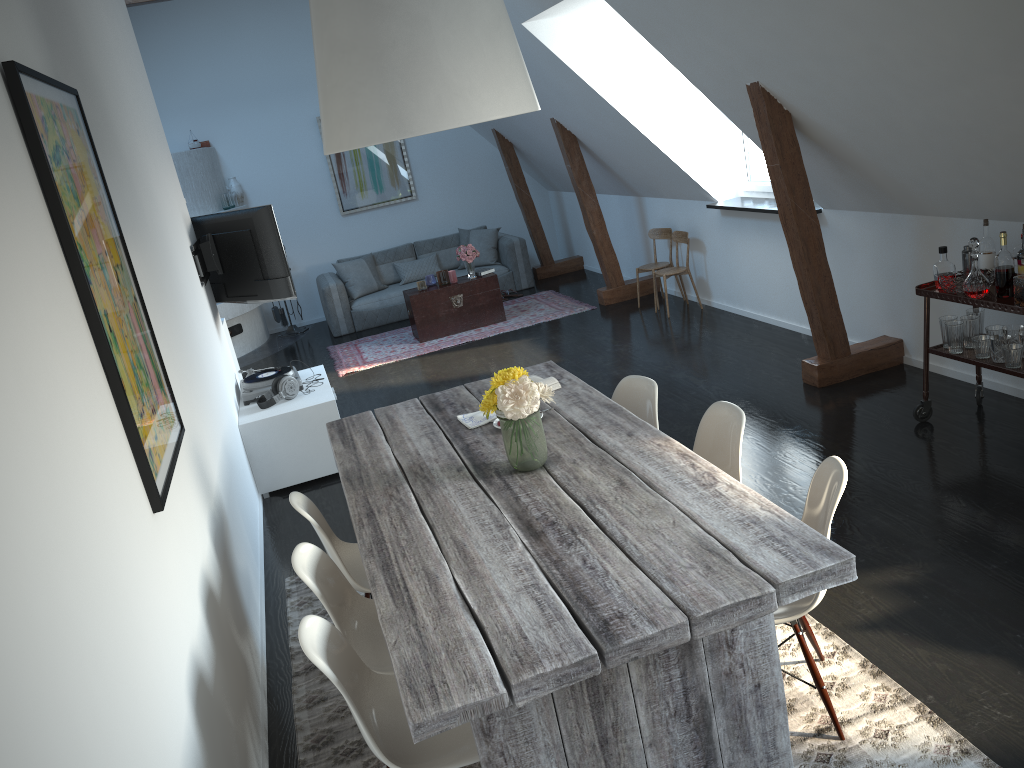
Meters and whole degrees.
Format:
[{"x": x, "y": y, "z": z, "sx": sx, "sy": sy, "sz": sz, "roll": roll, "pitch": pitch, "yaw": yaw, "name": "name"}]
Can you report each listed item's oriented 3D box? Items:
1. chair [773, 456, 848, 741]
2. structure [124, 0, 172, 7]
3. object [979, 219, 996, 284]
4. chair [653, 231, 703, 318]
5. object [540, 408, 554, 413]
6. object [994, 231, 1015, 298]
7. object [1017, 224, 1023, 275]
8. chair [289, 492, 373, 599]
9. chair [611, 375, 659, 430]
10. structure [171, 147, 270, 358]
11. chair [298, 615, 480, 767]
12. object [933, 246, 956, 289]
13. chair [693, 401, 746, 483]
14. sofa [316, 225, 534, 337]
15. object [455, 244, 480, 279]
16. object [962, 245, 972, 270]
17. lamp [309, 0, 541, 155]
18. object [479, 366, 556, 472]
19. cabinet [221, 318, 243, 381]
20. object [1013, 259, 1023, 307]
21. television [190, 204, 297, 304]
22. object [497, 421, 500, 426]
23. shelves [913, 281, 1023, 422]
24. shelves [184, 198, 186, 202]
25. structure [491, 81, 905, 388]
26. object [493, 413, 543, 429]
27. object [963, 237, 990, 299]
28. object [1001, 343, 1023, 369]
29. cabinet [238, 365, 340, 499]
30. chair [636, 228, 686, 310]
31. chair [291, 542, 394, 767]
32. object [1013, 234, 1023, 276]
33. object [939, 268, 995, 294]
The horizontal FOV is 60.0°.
[{"x": 0.792, "y": 0.650, "z": 2.762, "sx": 0.542, "sy": 0.801, "sz": 0.465, "roll": -8, "pitch": 17, "yaw": 13, "name": "chair"}, {"x": -3.718, "y": -2.596, "z": 4.805, "sx": 10.230, "sy": 3.562, "sz": 15.910, "roll": -14, "pitch": 17, "yaw": -7, "name": "structure"}, {"x": 2.330, "y": -0.648, "z": 4.346, "sx": 0.073, "sy": 0.320, "sz": 0.073, "roll": -18, "pitch": 18, "yaw": -21, "name": "object"}, {"x": 1.444, "y": -0.991, "z": 7.947, "sx": 0.342, "sy": 0.696, "sz": 0.329, "roll": -15, "pitch": 17, "yaw": -11, "name": "chair"}, {"x": 0.074, "y": 0.124, "z": 3.575, "sx": 0.194, "sy": 0.022, "sz": 0.019, "roll": -11, "pitch": 16, "yaw": 3, "name": "object"}, {"x": 2.274, "y": -0.553, "z": 4.095, "sx": 0.081, "sy": 0.307, "sz": 0.081, "roll": -14, "pitch": 17, "yaw": -7, "name": "object"}, {"x": 2.349, "y": -0.568, "z": 4.047, "sx": 0.080, "sy": 0.329, "sz": 0.080, "roll": -18, "pitch": 18, "yaw": -21, "name": "object"}, {"x": -0.480, "y": 0.723, "z": 3.406, "sx": 0.542, "sy": 0.801, "sz": 0.465, "roll": -17, "pitch": 17, "yaw": -16, "name": "chair"}, {"x": 0.412, "y": 0.426, "z": 3.771, "sx": 0.542, "sy": 0.801, "sz": 0.465, "roll": -20, "pitch": 18, "yaw": -26, "name": "chair"}, {"x": -4.763, "y": -2.429, "z": 10.023, "sx": 3.058, "sy": 4.752, "sz": 3.049, "roll": -13, "pitch": 16, "yaw": -4, "name": "structure"}, {"x": -0.218, "y": 0.953, "z": 2.459, "sx": 0.542, "sy": 0.801, "sz": 0.465, "roll": -15, "pitch": 17, "yaw": -11, "name": "chair"}, {"x": 2.170, "y": -0.588, "z": 4.455, "sx": 0.087, "sy": 0.206, "sz": 0.087, "roll": -8, "pitch": 17, "yaw": 12, "name": "object"}, {"x": 0.638, "y": 0.519, "z": 3.303, "sx": 0.542, "sy": 0.801, "sz": 0.465, "roll": -15, "pitch": 17, "yaw": -11, "name": "chair"}, {"x": -1.084, "y": -1.315, "z": 10.671, "sx": 2.458, "sy": 0.770, "sz": 1.107, "roll": -16, "pitch": 17, "yaw": -12, "name": "sofa"}, {"x": -0.447, "y": -1.258, "z": 9.040, "sx": 0.235, "sy": 0.351, "sz": 0.234, "roll": 0, "pitch": 20, "yaw": 36, "name": "object"}, {"x": 2.302, "y": -0.607, "z": 4.476, "sx": 0.052, "sy": 0.182, "sz": 0.135, "roll": -5, "pitch": 18, "yaw": 23, "name": "object"}, {"x": -0.544, "y": -2.106, "z": 2.390, "sx": 0.697, "sy": 2.813, "sz": 0.757, "roll": 0, "pitch": 20, "yaw": 35, "name": "lamp"}, {"x": 0.024, "y": 0.119, "z": 3.055, "sx": 0.293, "sy": 0.365, "sz": 0.233, "roll": 6, "pitch": 24, "yaw": 46, "name": "object"}, {"x": -2.482, "y": 0.094, "z": 6.684, "sx": 0.869, "sy": 0.921, "sz": 0.638, "roll": -16, "pitch": 17, "yaw": -12, "name": "cabinet"}, {"x": 2.276, "y": -0.444, "z": 3.892, "sx": 0.101, "sy": 0.211, "sz": 0.101, "roll": -11, "pitch": 16, "yaw": 2, "name": "object"}, {"x": -2.026, "y": -0.779, "z": 5.937, "sx": 1.005, "sy": 0.652, "sz": 0.537, "roll": 3, "pitch": 22, "yaw": 40, "name": "television"}, {"x": 0.014, "y": 0.144, "z": 3.545, "sx": 0.132, "sy": 0.034, "sz": 0.144, "roll": -26, "pitch": 21, "yaw": -39, "name": "object"}, {"x": 2.392, "y": -0.113, "z": 4.302, "sx": 0.438, "sy": 0.732, "sz": 0.803, "roll": -17, "pitch": 17, "yaw": -16, "name": "shelves"}, {"x": -3.089, "y": -1.085, "z": 6.127, "sx": 1.604, "sy": 0.038, "sz": 0.478, "roll": -16, "pitch": 17, "yaw": -12, "name": "shelves"}, {"x": 2.067, "y": -0.923, "z": 5.094, "sx": 1.023, "sy": 1.963, "sz": 12.350, "roll": -15, "pitch": 17, "yaw": -12, "name": "structure"}, {"x": 0.026, "y": 0.150, "z": 3.561, "sx": 0.205, "sy": 0.024, "sz": 0.205, "roll": -18, "pitch": 17, "yaw": -20, "name": "object"}, {"x": 2.172, "y": -0.544, "z": 4.157, "sx": 0.114, "sy": 0.292, "sz": 0.114, "roll": -25, "pitch": 21, "yaw": -39, "name": "object"}, {"x": 2.317, "y": -0.128, "z": 4.102, "sx": 0.092, "sy": 0.099, "sz": 0.092, "roll": -23, "pitch": 20, "yaw": -33, "name": "object"}, {"x": -1.476, "y": 0.290, "z": 6.062, "sx": 0.623, "sy": 0.507, "sz": 1.069, "roll": -16, "pitch": 17, "yaw": -12, "name": "cabinet"}, {"x": 1.353, "y": -1.087, "z": 8.328, "sx": 0.342, "sy": 0.696, "sz": 0.329, "roll": -21, "pitch": 19, "yaw": -28, "name": "chair"}, {"x": -0.345, "y": 0.846, "z": 2.902, "sx": 0.542, "sy": 0.801, "sz": 0.465, "roll": -14, "pitch": 17, "yaw": -6, "name": "chair"}, {"x": 2.414, "y": -0.579, "z": 4.170, "sx": 0.067, "sy": 0.257, "sz": 0.099, "roll": -14, "pitch": 17, "yaw": -7, "name": "object"}, {"x": 2.218, "y": -0.498, "z": 4.323, "sx": 0.245, "sy": 0.092, "sz": 0.151, "roll": -7, "pitch": 17, "yaw": 16, "name": "object"}]
